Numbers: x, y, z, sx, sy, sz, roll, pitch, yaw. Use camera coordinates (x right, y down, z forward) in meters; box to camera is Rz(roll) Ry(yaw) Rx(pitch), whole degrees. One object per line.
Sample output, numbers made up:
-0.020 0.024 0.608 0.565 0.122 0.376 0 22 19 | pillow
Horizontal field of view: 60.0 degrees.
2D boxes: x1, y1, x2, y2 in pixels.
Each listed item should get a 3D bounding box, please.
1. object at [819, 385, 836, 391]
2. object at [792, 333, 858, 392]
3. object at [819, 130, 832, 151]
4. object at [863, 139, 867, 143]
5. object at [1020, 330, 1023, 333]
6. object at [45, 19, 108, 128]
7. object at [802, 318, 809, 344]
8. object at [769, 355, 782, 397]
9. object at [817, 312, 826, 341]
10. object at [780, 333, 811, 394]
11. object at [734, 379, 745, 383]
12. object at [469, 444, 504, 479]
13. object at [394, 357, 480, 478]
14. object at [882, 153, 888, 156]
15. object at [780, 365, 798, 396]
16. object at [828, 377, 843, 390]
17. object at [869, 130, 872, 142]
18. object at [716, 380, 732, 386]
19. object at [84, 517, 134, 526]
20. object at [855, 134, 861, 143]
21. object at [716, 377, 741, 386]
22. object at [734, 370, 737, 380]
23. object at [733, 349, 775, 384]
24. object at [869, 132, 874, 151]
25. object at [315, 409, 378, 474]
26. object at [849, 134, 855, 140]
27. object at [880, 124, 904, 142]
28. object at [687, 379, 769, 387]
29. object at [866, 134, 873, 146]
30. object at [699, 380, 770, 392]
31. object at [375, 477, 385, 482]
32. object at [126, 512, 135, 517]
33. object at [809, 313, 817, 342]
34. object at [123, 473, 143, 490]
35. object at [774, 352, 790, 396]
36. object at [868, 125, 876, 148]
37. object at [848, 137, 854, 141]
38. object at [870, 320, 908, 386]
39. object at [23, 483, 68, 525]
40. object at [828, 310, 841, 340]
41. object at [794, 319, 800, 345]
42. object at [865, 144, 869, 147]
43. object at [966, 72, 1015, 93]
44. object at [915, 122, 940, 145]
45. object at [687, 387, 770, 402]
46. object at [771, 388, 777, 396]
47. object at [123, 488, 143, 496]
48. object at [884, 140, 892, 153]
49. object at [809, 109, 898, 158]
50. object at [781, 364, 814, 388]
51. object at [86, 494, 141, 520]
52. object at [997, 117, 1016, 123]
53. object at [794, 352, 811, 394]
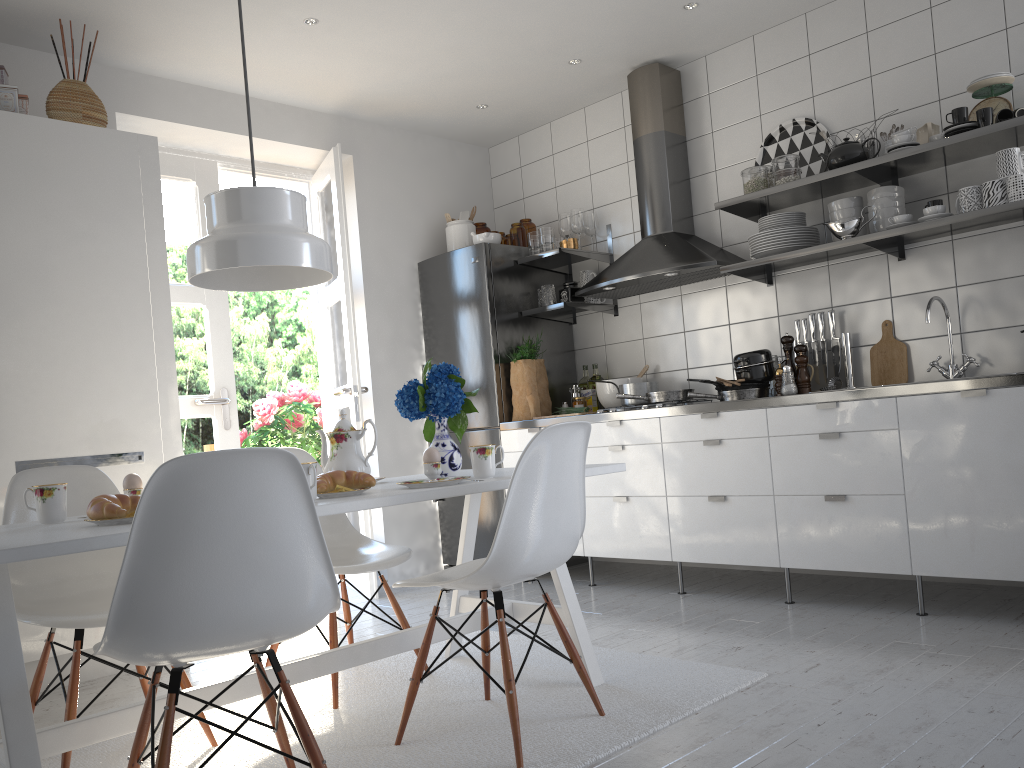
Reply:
1.385 0.023 3.883 0.070 0.031 0.072 -2 -4 -44 | object
1.400 -0.083 4.015 0.066 0.260 0.322 -4 -2 -44 | object
1.382 -0.979 3.813 0.021 0.249 0.113 -4 -1 -39 | object
1.496 -0.960 3.779 0.081 0.186 0.023 -4 -1 -35 | object
2.017 -0.208 3.169 0.371 0.169 0.202 -6 -2 23 | object
-1.699 -1.178 3.442 0.229 0.452 0.091 -4 -1 -44 | object
1.345 -0.243 4.060 0.028 0.114 0.019 -6 -1 41 | object
1.230 -0.033 4.197 0.081 0.201 0.101 -4 -1 -24 | object
1.400 -0.260 4.001 0.022 0.132 0.033 -4 -1 -40 | object
1.249 -0.090 3.902 0.060 0.282 0.124 -4 -1 -39 | object
0.999 -0.004 3.970 0.065 0.021 0.336 -5 -3 9 | object
-0.078 0.223 2.539 0.078 0.095 0.091 -6 -2 39 | object
-0.225 0.105 2.739 0.236 0.376 0.266 -4 -2 -42 | object
1.531 -0.903 3.557 0.079 0.047 0.082 -6 -3 21 | object
1.182 -0.016 3.792 0.069 0.135 0.069 -5 -1 26 | object
1.436 0.002 3.925 0.029 0.068 0.069 -4 -2 -39 | object
1.527 -0.978 3.795 0.068 0.217 0.020 -5 -1 -18 | object
0.948 -0.004 3.958 0.064 0.044 0.335 -5 -3 12 | object
-0.860 0.299 1.963 0.158 0.016 0.158 -6 -3 16 | object
1.506 -0.980 3.834 0.025 0.227 0.085 -5 -1 15 | object
0.963 -0.012 3.956 0.059 0.060 0.334 -5 -3 4 | object
1.121 -0.021 4.240 0.101 0.201 0.081 -6 -1 36 | object
1.088 -0.073 3.986 0.190 0.159 0.197 -5 -2 7 | object
1.509 -0.965 3.754 0.063 0.190 0.023 -5 -1 27 | object
-0.462 0.185 2.488 0.140 0.230 0.149 -4 -2 -26 | object
1.487 -0.979 3.862 0.029 0.232 0.063 -5 -1 34 | object
1.586 -0.985 3.682 0.105 0.203 0.077 -6 -2 44 | object
0.999 -0.001 3.998 0.355 0.080 0.246 -3 -3 -36 | object
1.485 -0.959 3.747 0.090 0.181 0.023 -5 -1 19 | object
0.991 0.014 4.008 0.347 0.082 0.243 -5 -3 -3 | object
-0.498 0.311 2.787 0.200 0.016 0.201 -3 -4 -39 | object
-0.830 0.287 1.950 0.109 0.036 0.070 -5 -2 4 | object
1.371 -0.256 4.032 0.022 0.132 0.033 -4 -1 -40 | object
-0.990 0.264 2.314 0.048 0.063 0.048 -4 -2 -40 | object
1.181 -0.041 3.858 0.081 0.192 0.058 -6 -1 35 | object
1.515 -0.983 3.776 0.086 0.226 0.027 -5 -1 29 | object
1.479 -0.973 3.843 0.028 0.220 0.100 -5 -1 17 | object
1.626 -0.132 3.830 0.047 0.293 0.158 -4 -1 -44 | object
-1.125 0.293 2.158 0.091 0.095 0.078 -6 -2 32 | object
1.439 -0.265 3.960 0.022 0.132 0.046 -4 -1 -41 | object
1.320 -0.240 4.085 0.028 0.114 0.019 -6 -1 41 | object
1.489 -0.960 3.801 0.153 0.187 0.029 -4 -1 -31 | object
1.830 -1.145 3.390 0.163 0.047 0.164 -5 -3 5 | object
1.678 -0.968 3.557 0.115 0.152 0.127 -4 -2 -18 | object
0.996 0.050 4.037 0.352 0.060 0.232 -6 -3 24 | object
1.230 0.029 4.090 0.066 0.067 0.052 -5 -2 6 | object
-0.987 0.302 2.314 0.048 0.057 0.048 -5 -2 -4 | object
1.586 -0.943 3.669 0.084 0.130 0.084 -6 -2 24 | object
1.465 -1.002 3.791 0.378 0.279 0.198 -6 -2 28 | object
1.287 -0.019 4.000 0.115 0.144 0.127 -5 -2 -5 | object
-0.877 0.272 1.974 0.124 0.057 0.161 -5 -3 11 | object
1.796 -0.931 3.191 0.121 0.021 0.121 -3 -4 -40 | object
1.251 -0.045 3.814 0.058 0.184 0.058 -5 -1 -16 | object
